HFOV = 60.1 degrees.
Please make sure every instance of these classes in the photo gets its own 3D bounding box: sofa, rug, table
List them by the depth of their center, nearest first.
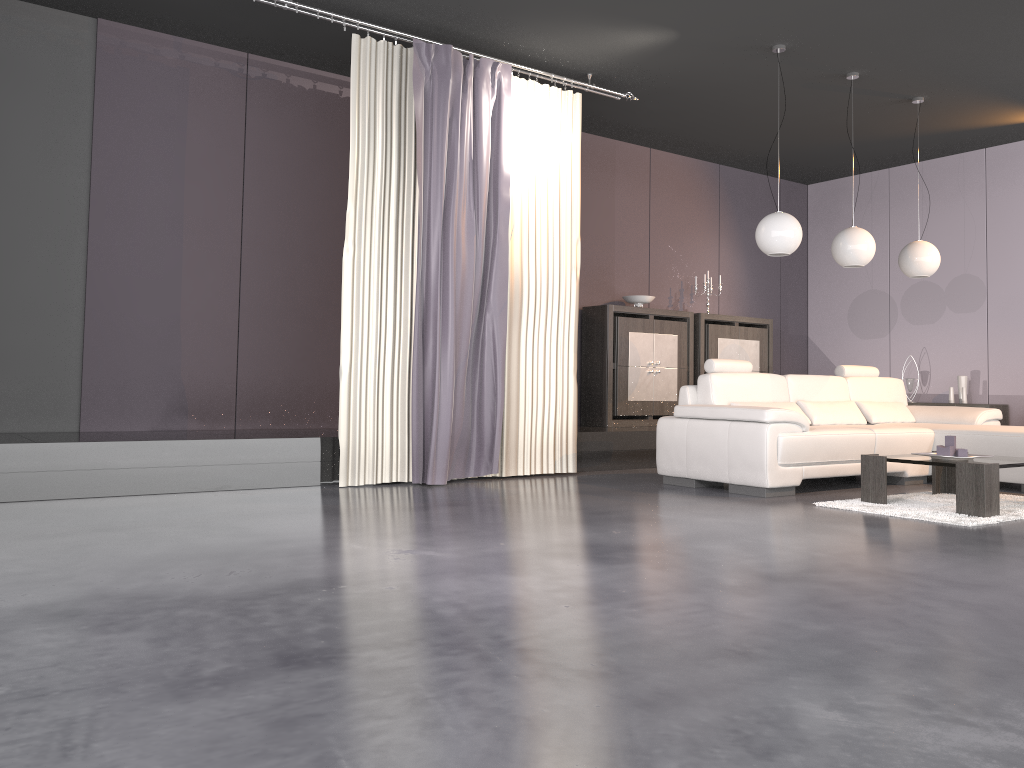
[{"bbox_3d":[2.547,0.687,5.035,1.524,0.023,0.916,1,0,-36],"label":"rug"},{"bbox_3d":[2.567,0.549,5.043,0.904,0.271,0.700,1,-1,-35],"label":"table"},{"bbox_3d":[2.664,0.272,6.091,2.859,0.861,1.867,1,-1,-35],"label":"sofa"}]

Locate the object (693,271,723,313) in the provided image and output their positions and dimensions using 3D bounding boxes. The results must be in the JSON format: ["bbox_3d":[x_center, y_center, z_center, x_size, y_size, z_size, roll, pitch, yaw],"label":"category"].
[{"bbox_3d":[1.937,-0.898,8.761,0.229,0.447,0.229,2,-3,-18],"label":"object"}]

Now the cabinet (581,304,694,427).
[{"bbox_3d":[1.187,-0.153,8.180,1.071,1.077,0.411,2,-3,-35],"label":"cabinet"}]

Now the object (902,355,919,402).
[{"bbox_3d":[3.936,-0.052,8.749,0.108,0.467,0.123,3,-4,-35],"label":"object"}]

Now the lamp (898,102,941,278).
[{"bbox_3d":[3.242,-1.555,7.062,0.307,1.419,0.306,3,-3,-32],"label":"lamp"}]

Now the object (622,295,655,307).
[{"bbox_3d":[1.177,-0.749,8.239,0.309,0.117,0.308,1,-1,-2],"label":"object"}]

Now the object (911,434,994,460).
[{"bbox_3d":[2.477,0.354,4.985,0.304,0.137,0.304,1,-1,-31],"label":"object"}]

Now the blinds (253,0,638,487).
[{"bbox_3d":[-0.367,-0.855,5.864,3.285,3.004,0.248,2,-3,-35],"label":"blinds"}]

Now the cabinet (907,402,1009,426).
[{"bbox_3d":[4.107,0.460,8.474,0.377,0.556,1.071,3,-2,-35],"label":"cabinet"}]

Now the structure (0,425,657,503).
[{"bbox_3d":[-0.459,0.500,6.657,8.762,0.301,0.999,1,-1,-35],"label":"structure"}]

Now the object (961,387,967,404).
[{"bbox_3d":[4.235,0.108,8.294,0.051,0.152,0.051,-1,-3,33],"label":"object"}]

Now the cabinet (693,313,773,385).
[{"bbox_3d":[2.136,-0.133,8.854,1.071,1.077,0.411,2,-3,-35],"label":"cabinet"}]

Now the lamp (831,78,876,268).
[{"bbox_3d":[2.519,-1.570,6.544,0.307,1.419,0.306,3,-3,-32],"label":"lamp"}]

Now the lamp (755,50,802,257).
[{"bbox_3d":[1.822,-1.584,6.050,0.307,1.419,0.306,0,-3,22],"label":"lamp"}]

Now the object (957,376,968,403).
[{"bbox_3d":[4.271,0.053,8.398,0.089,0.264,0.089,0,-3,16],"label":"object"}]

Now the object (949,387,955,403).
[{"bbox_3d":[4.164,0.107,8.393,0.051,0.152,0.051,-1,-3,33],"label":"object"}]
